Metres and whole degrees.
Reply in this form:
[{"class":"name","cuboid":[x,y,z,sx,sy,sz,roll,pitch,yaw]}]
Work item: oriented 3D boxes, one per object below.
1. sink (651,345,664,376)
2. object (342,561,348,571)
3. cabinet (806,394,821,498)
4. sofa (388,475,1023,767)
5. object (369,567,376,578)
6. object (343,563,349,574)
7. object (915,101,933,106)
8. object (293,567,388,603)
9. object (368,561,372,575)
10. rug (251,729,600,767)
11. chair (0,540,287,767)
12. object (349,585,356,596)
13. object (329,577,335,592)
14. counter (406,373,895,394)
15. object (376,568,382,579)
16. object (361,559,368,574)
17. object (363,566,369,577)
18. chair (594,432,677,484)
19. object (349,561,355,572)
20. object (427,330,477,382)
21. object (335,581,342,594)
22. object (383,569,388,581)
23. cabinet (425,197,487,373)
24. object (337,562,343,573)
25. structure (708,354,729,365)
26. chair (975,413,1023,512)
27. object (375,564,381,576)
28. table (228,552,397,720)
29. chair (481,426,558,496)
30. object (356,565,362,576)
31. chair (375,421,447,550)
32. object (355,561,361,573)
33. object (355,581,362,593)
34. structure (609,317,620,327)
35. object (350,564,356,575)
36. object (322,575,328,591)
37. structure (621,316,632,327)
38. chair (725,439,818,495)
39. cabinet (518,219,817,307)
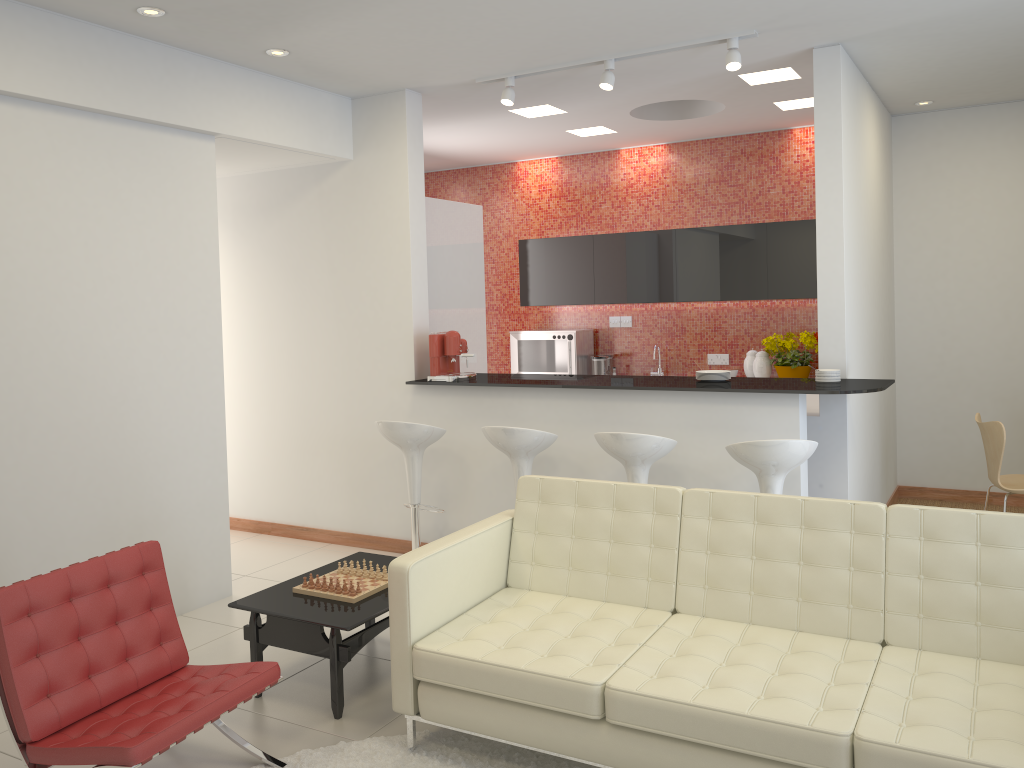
[{"class":"sink","cuboid":[1.335,-0.092,8.227,0.808,0.536,0.418,1,4,30]},{"class":"object","cuboid":[-0.813,0.885,4.313,0.030,0.044,0.030,0,4,37]},{"class":"cabinet","cuboid":[1.046,0.542,7.272,3.335,0.982,2.502,1,5,30]},{"class":"sofa","cuboid":[0.878,0.935,3.170,2.565,0.920,1.004,1,4,30]},{"class":"object","cuboid":[-0.659,0.889,4.179,0.030,0.049,0.030,0,3,37]},{"class":"object","cuboid":[-0.798,0.886,4.258,0.030,0.049,0.030,0,3,37]},{"class":"object","cuboid":[3.221,-2.196,6.923,0.129,0.010,0.130,-3,5,-15]},{"class":"object","cuboid":[-0.760,0.931,4.123,0.360,0.021,0.361,1,6,30]},{"class":"object","cuboid":[-0.675,0.878,4.233,0.030,0.064,0.030,0,3,37]},{"class":"rug","cuboid":[0.228,1.502,2.209,3.328,0.004,2.450,1,6,31]},{"class":"chair","cuboid":[-1.317,1.060,3.129,0.706,0.815,0.702,0,3,25]},{"class":"object","cuboid":[-0.708,0.916,3.931,0.030,0.044,0.030,0,4,37]},{"class":"object","cuboid":[-0.813,0.903,3.990,0.030,0.064,0.030,0,3,37]},{"class":"counter","cuboid":[0.753,-0.012,5.550,2.964,0.019,0.738,1,6,30]},{"class":"object","cuboid":[-0.625,0.890,4.159,0.030,0.049,0.030,0,3,37]},{"class":"object","cuboid":[-0.709,0.874,4.253,0.030,0.069,0.030,0,3,37]},{"class":"object","cuboid":[-0.694,0.888,4.199,0.030,0.049,0.030,0,3,37]},{"class":"chair","cuboid":[0.701,0.745,4.908,0.457,1.019,0.465,0,3,41]},{"class":"object","cuboid":[-0.779,0.881,4.293,0.030,0.052,0.030,-1,3,22]},{"class":"object","cuboid":[-0.356,-0.196,5.975,0.320,0.336,0.322,0,4,30]},{"class":"object","cuboid":[-0.778,0.909,3.971,0.030,0.055,0.030,0,3,37]},{"class":"object","cuboid":[-0.590,0.891,4.140,0.030,0.049,0.030,0,3,37]},{"class":"cabinet","cuboid":[-1.174,-0.155,7.167,1.637,2.519,1.060,0,3,30]},{"class":"object","cuboid":[-0.833,0.885,4.278,0.030,0.049,0.030,0,3,37]},{"class":"structure","cuboid":[1.903,-0.228,8.168,0.198,0.099,0.016,1,3,30]},{"class":"chair","cuboid":[3.272,0.663,5.677,0.515,0.905,0.523,-1,3,14]},{"class":"object","cuboid":[-0.640,0.883,4.214,0.030,0.055,0.030,0,3,37]},{"class":"table","cuboid":[-0.731,1.149,4.157,0.701,0.421,0.919,1,5,30]},{"class":"chair","cuboid":[0.065,0.731,5.269,0.457,1.019,0.465,0,3,41]},{"class":"object","cuboid":[-0.729,0.888,4.219,0.030,0.049,0.030,0,3,37]},{"class":"chair","cuboid":[-0.625,0.716,5.661,0.457,1.019,0.465,0,3,41]},{"class":"object","cuboid":[-0.744,0.881,4.273,0.030,0.055,0.030,0,3,37]},{"class":"object","cuboid":[-0.688,0.909,3.966,0.030,0.049,0.030,0,3,37]},{"class":"structure","cuboid":[1.007,-0.607,8.663,0.114,0.104,0.013,0,3,30]},{"class":"object","cuboid":[-0.764,0.887,4.238,0.030,0.049,0.030,0,3,37]},{"class":"object","cuboid":[-0.848,0.900,4.010,0.030,0.069,0.030,0,3,37]},{"class":"structure","cuboid":[1.111,-0.605,8.607,0.114,0.104,0.008,0,3,30]},{"class":"chair","cuboid":[1.340,0.759,4.548,0.457,1.019,0.466,-1,2,16]},{"class":"cabinet","cuboid":[1.566,-1.083,8.126,3.242,0.658,0.353,1,4,30]}]
